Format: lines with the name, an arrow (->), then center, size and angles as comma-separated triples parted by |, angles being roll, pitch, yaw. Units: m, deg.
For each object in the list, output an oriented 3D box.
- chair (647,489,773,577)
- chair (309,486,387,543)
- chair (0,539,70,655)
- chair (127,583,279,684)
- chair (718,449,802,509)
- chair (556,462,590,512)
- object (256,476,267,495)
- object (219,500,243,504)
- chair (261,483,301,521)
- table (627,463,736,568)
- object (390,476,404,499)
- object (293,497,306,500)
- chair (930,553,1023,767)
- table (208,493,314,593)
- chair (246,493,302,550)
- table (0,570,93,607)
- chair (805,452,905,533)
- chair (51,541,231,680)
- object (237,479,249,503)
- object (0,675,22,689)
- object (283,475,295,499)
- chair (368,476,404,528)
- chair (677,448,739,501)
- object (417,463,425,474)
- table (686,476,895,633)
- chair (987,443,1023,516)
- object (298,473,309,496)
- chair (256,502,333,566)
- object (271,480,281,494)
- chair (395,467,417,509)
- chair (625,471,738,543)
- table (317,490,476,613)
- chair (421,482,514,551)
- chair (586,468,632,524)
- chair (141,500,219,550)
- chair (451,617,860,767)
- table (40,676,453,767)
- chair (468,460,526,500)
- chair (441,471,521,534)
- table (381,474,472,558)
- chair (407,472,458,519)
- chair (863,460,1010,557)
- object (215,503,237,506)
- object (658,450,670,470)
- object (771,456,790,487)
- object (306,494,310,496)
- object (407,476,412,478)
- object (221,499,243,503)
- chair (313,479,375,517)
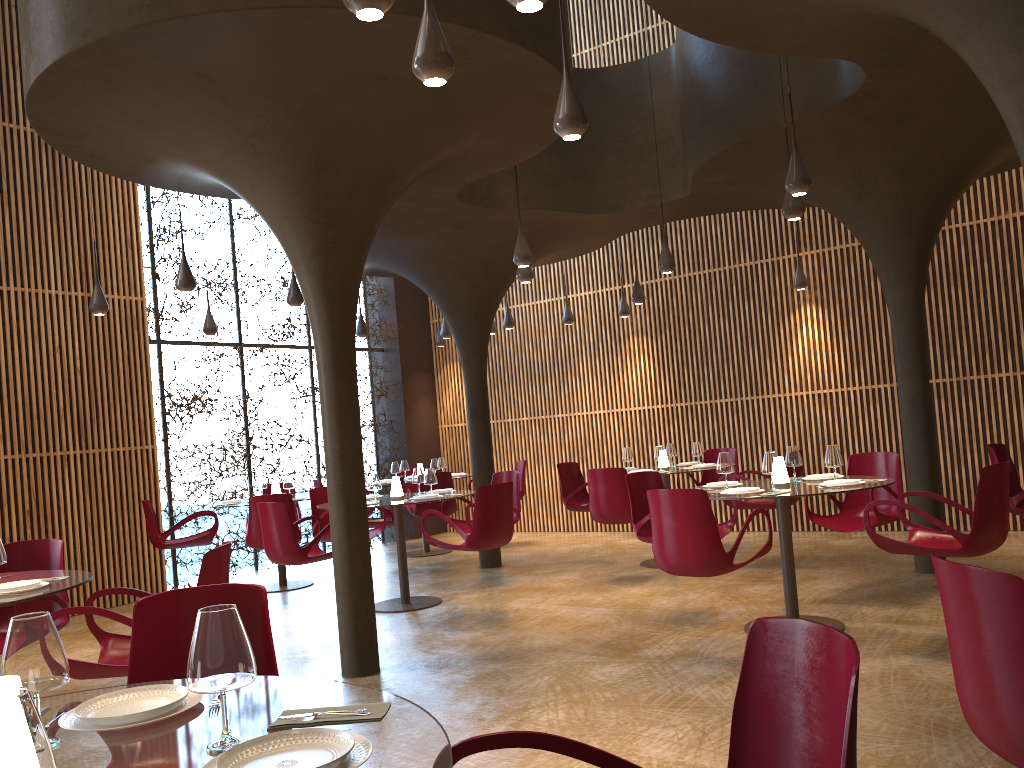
chair -> 1.350, 1.009, 6.208 | 0.626, 0.635, 0.872 | -7, -3, 40
chair -> -1.923, 1.487, 10.114 | 0.624, 0.635, 0.874 | -3, -3, -40
chair -> -3.250, 1.368, 5.686 | 0.625, 0.635, 0.873 | -5, -2, -2
chair -> -1.042, 1.035, 2.850 | 0.625, 0.635, 0.874 | -4, -2, -10
chair -> 2.819, 1.078, 9.907 | 0.874, 0.635, 0.624 | -7, -3, 35
chair -> 1.008, 1.300, 11.241 | 0.874, 0.635, 0.624 | -7, -3, 40
object -> -3.289, 1.358, 11.646 | 0.142, 0.295, 0.142 | -3, -2, -43
object -> -3.541, 1.493, 11.205 | 0.332, 0.014, 0.332 | -6, -3, 16
chair -> -3.258, 1.713, 12.304 | 0.625, 0.635, 0.874 | -4, -2, -10
table -> 1.877, 1.587, 10.650 | 1.675, 1.129, 1.671 | -7, -3, 45
object -> -1.226, 1.099, 9.402 | 0.142, 0.232, 0.144 | -4, -2, -10
object -> -2.597, 1.402, 10.823 | 0.126, 0.017, 0.262 | -5, -3, -4
chair -> 1.704, 0.789, 2.554 | 0.872, 0.635, 0.625 | -5, -2, -2
table -> -2.959, 2.027, 11.309 | 1.671, 1.129, 1.674 | -4, -3, -13
chair -> -2.728, 1.554, 10.113 | 0.624, 0.635, 0.874 | -4, -3, -15
table -> -3.088, 1.692, 4.664 | 1.672, 1.129, 1.674 | -5, -2, -1
chair -> 3.065, 0.949, 7.819 | 0.872, 0.635, 0.626 | -2, -3, -45
chair -> -1.927, 1.207, 4.726 | 0.872, 0.635, 0.625 | -5, -2, -7
object -> -3.357, 1.334, 11.082 | 0.142, 0.295, 0.142 | -6, -2, 34
object -> -0.957, 0.673, 1.665 | 0.142, 0.232, 0.144 | -5, -2, -5
object -> -2.766, 1.281, 11.005 | 0.142, 0.295, 0.142 | -3, -2, -39
chair -> -1.817, 1.552, 11.534 | 0.872, 0.635, 0.626 | -4, -2, -15
chair -> 2.608, 1.183, 11.582 | 0.626, 0.635, 0.872 | -6, -3, 35
object -> -1.388, 1.322, 13.424 | 0.144, 0.232, 0.142 | -5, -2, 10
table -> 2.185, 1.373, 7.034 | 1.671, 1.129, 1.675 | -3, -3, -35
chair -> 4.579, 0.809, 7.574 | 0.874, 0.635, 0.624 | -7, -3, 41
object -> -2.695, 1.299, 11.474 | 0.142, 0.295, 0.142 | -4, -2, -15
chair -> -2.004, 1.413, 8.559 | 0.626, 0.635, 0.872 | -7, -3, 40
object -> -3.016, 1.349, 11.326 | 0.142, 0.232, 0.144 | -5, -2, 0
chair -> -1.630, 1.686, 14.402 | 0.625, 0.635, 0.874 | -4, -2, -10
chair -> 1.431, 1.083, 7.763 | 0.624, 0.635, 0.874 | -3, -3, -40
table -> -1.169, 1.777, 9.385 | 1.671, 1.129, 1.675 | -3, -3, -35
chair -> -0.372, 1.272, 8.484 | 0.624, 0.635, 0.874 | -3, -3, -45
chair -> 1.197, 1.203, 9.697 | 0.626, 0.635, 0.872 | -6, -3, 30
chair -> -4.103, 1.716, 10.997 | 0.872, 0.635, 0.626 | -4, -2, -20
chair -> 0.288, 0.869, 1.819 | 0.872, 0.635, 0.626 | -4, -2, -10
table -> -0.901, 1.351, 1.648 | 1.672, 1.129, 1.674 | -5, -2, -4
chair -> -0.189, 1.525, 13.631 | 0.872, 0.635, 0.626 | -4, -2, -15
chair -> -0.289, 1.353, 10.170 | 0.872, 0.635, 0.626 | -2, -3, -45
table -> -1.331, 2.000, 13.407 | 1.671, 1.129, 1.674 | -4, -3, -13
chair -> -1.100, 1.527, 12.211 | 0.624, 0.635, 0.874 | -4, -3, -15
chair -> 2.982, 0.868, 6.133 | 0.624, 0.635, 0.874 | -3, -3, -45
object -> -3.509, 1.482, 10.904 | 0.262, 0.017, 0.126 | -4, -3, -10
object -> 1.820, 0.909, 10.667 | 0.142, 0.232, 0.144 | -5, -2, 20
object -> 2.128, 0.695, 7.051 | 0.142, 0.232, 0.144 | -5, -2, 10
object -> -2.480, 1.412, 11.359 | 0.332, 0.014, 0.332 | -6, -3, 28
object -> -1.518, 1.456, 13.933 | 0.263, 0.029, 0.263 | -4, -3, -11
object -> -3.542, 1.484, 11.205 | 0.263, 0.029, 0.263 | -5, -3, 7
chair -> -2.475, 1.689, 13.095 | 0.872, 0.635, 0.626 | -4, -2, -20
